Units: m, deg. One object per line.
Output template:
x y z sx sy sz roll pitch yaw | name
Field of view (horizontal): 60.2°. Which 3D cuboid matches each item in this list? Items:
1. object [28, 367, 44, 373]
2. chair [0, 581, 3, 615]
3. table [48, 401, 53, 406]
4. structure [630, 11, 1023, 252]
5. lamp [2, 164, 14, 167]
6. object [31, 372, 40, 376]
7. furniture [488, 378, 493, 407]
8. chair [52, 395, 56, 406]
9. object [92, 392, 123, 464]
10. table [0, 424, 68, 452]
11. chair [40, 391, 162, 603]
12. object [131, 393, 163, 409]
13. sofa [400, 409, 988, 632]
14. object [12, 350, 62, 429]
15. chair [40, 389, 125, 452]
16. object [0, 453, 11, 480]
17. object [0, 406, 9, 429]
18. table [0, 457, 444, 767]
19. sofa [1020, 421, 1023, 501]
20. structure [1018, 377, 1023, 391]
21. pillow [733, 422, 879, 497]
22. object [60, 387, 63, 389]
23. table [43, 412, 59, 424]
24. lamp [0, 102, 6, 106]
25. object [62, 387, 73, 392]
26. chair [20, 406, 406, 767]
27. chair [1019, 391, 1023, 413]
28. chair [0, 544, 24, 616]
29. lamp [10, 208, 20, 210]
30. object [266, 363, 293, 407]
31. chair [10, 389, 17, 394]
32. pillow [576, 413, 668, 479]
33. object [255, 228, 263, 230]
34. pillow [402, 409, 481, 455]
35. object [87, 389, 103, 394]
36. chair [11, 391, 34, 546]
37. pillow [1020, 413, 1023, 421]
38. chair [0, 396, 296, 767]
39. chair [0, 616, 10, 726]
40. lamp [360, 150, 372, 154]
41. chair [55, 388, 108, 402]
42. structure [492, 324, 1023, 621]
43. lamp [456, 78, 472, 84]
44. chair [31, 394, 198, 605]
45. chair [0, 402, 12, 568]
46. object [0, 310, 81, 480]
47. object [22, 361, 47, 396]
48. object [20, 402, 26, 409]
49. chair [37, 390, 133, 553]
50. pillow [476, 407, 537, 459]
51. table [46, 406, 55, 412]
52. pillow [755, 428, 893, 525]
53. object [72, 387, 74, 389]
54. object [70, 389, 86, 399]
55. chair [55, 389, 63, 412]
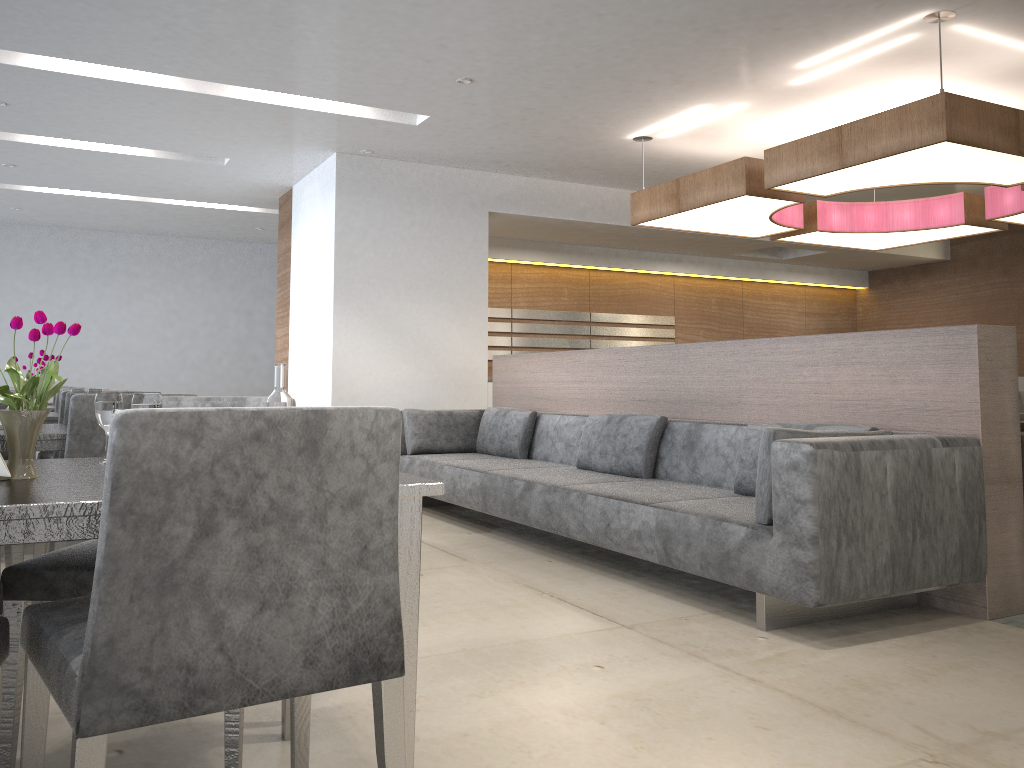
-3.263 0.020 6.112 0.154 0.278 0.103 2 -5 -30 | object
-1.235 0.410 1.646 0.476 0.766 0.490 2 -4 -33 | chair
-4.101 0.477 7.665 1.188 0.638 0.775 1 -2 -28 | table
2.464 -1.400 5.628 2.444 0.622 2.435 0 0 -28 | structure
-3.947 -1.712 6.927 0.089 0.007 0.088 0 0 17 | lamp
-4.094 0.020 7.682 0.154 0.278 0.103 2 -5 -30 | object
2.699 0.387 7.493 5.641 0.858 4.245 0 0 -28 | furniture
-3.725 0.415 7.518 0.476 0.766 0.490 2 -4 -33 | chair
-0.800 0.086 1.749 0.053 0.140 0.053 -1 -4 20 | object
-1.683 0.475 3.094 1.188 0.638 0.775 1 -2 -28 | table
-1.605 0.413 3.532 0.476 0.766 0.490 2 -4 -23 | chair
-0.645 0.087 1.560 0.053 0.140 0.053 -1 -4 20 | object
0.377 0.489 4.492 0.834 0.631 3.788 1 -1 -28 | sofa
-1.676 0.018 3.111 0.154 0.278 0.103 2 -5 -30 | object
-2.395 0.414 5.025 0.476 0.766 0.490 2 -4 -23 | chair
-0.864 0.105 1.432 0.203 0.100 0.070 0 -3 32 | object
-1.731 0.106 3.070 0.203 0.100 0.070 0 -3 32 | object
-0.816 0.474 1.456 1.188 0.638 0.775 1 -2 -28 | table
2.360 0.474 5.529 3.176 0.679 3.756 0 0 -28 | sofa
4.645 0.051 7.873 0.094 0.233 2.481 2 -1 -28 | structure
1.122 0.309 3.457 0.181 0.322 0.636 2 -2 -28 | pillow
-3.211 0.089 6.307 0.053 0.140 0.053 -1 -4 20 | object
-2.472 0.475 4.587 1.188 0.638 0.775 1 -2 -28 | table
-3.140 -1.712 5.401 0.089 0.007 0.088 0 0 17 | lamp
-2.417 0.088 4.806 0.053 0.140 0.053 -1 -4 20 | object
-0.441 0.412 1.310 0.476 0.766 0.490 2 -4 -33 | chair
4.506 0.441 7.571 0.492 0.766 0.475 1 -3 -16 | chair
-1.746 0.411 2.652 0.476 0.766 0.490 2 -4 -23 | chair
-4.851 -1.711 8.635 0.089 0.007 0.088 0 0 17 | lamp
-0.472 0.058 1.794 0.052 0.202 0.051 -1 -4 15 | object
-2.881 0.412 4.779 0.476 0.766 0.490 2 -4 -33 | chair
0.543 0.309 4.551 0.181 0.322 0.636 2 -2 -28 | pillow
-2.784 -1.702 9.722 0.089 0.007 0.088 0 0 17 | object
-0.442 0.316 5.890 0.559 0.308 0.188 1 -3 -27 | pillow
-1.484 0.087 3.144 0.053 0.140 0.053 -1 -4 20 | object
-2.536 0.412 4.145 0.476 0.766 0.490 2 -4 -23 | chair
2.023 0.267 3.812 0.502 0.358 0.296 0 -3 4 | pillow
-0.724 0.412 1.905 0.477 0.766 0.490 0 -3 2 | chair
-0.880 0.410 1.014 0.476 0.766 0.490 2 -4 -23 | chair
-1.073 -1.704 6.487 0.089 0.007 0.088 0 0 17 | lamp
-3.193 0.415 6.533 0.476 0.766 0.490 2 -4 -23 | chair
0.836 0.299 4.755 0.223 1.012 3.763 2 -1 -28 | structure
-0.271 -1.704 4.972 0.089 0.007 0.088 0 0 17 | lamp
-1.307 0.413 2.948 0.476 0.766 0.490 2 -4 -33 | chair
-2.091 0.411 3.286 0.476 0.766 0.490 2 -4 -33 | chair
-0.809 0.017 1.473 0.154 0.278 0.103 2 -5 -30 | object
-2.465 0.019 4.604 0.154 0.278 0.103 2 -5 -30 | object
-2.521 0.107 4.562 0.203 0.100 0.070 0 -3 32 | object
-2.097 0.414 4.440 0.476 0.766 0.490 2 -4 -33 | chair
-0.052 0.310 5.676 0.181 0.322 0.636 2 -2 -28 | pillow
-3.270 0.476 6.095 1.188 0.638 0.775 1 -2 -28 | table
1.072 0.307 3.048 0.574 0.326 0.151 1 -4 -28 | pillow
-3.057 0.089 6.118 0.053 0.140 0.053 -1 -4 20 | object
-1.638 0.087 3.333 0.053 0.140 0.053 -1 -4 20 | object
-2.895 0.414 5.948 0.476 0.766 0.490 2 -4 -33 | chair
